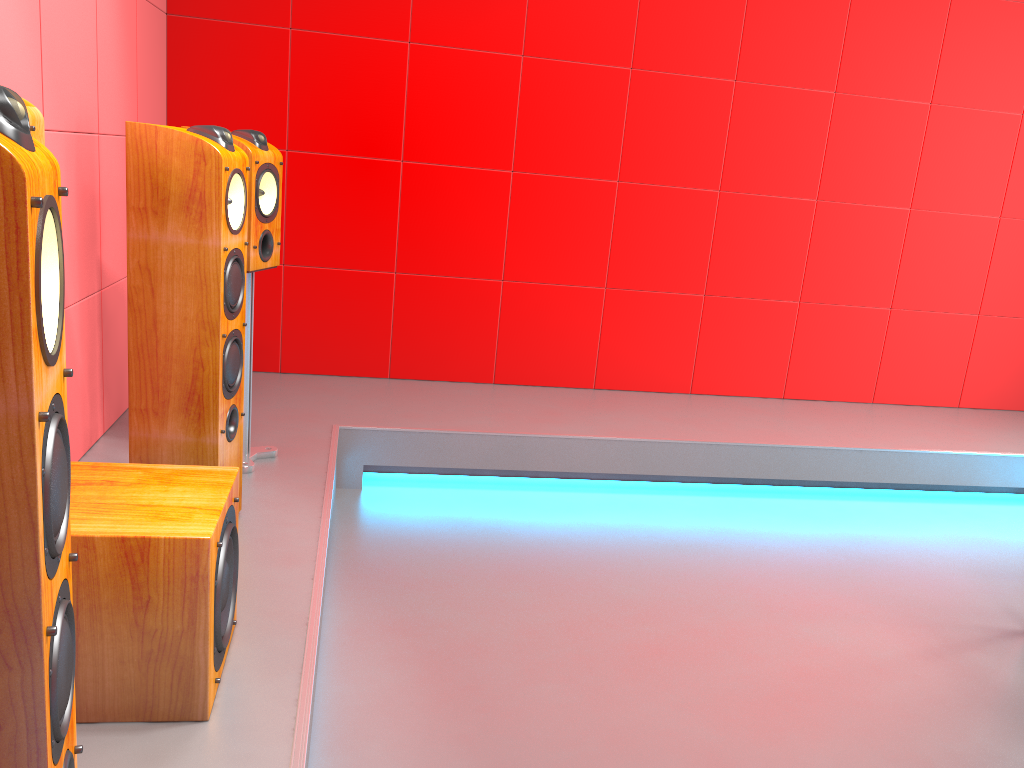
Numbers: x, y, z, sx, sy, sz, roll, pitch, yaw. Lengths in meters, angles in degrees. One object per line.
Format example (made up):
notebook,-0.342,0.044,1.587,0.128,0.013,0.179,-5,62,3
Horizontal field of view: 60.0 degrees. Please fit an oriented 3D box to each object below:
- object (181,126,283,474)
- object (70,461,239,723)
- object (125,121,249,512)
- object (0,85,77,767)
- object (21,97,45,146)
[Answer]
object,-0.894,-0.266,2.819,0.265,1.058,0.231,8,14,9
object,-0.727,0.383,1.702,0.360,0.360,0.360,3,14,-10
object,-0.830,-0.128,2.291,0.238,1.052,0.203,5,14,0
object,-0.579,0.237,0.894,0.238,1.052,0.203,0,15,-20
object,-0.974,-0.394,1.460,0.235,0.271,0.493,3,14,-10
